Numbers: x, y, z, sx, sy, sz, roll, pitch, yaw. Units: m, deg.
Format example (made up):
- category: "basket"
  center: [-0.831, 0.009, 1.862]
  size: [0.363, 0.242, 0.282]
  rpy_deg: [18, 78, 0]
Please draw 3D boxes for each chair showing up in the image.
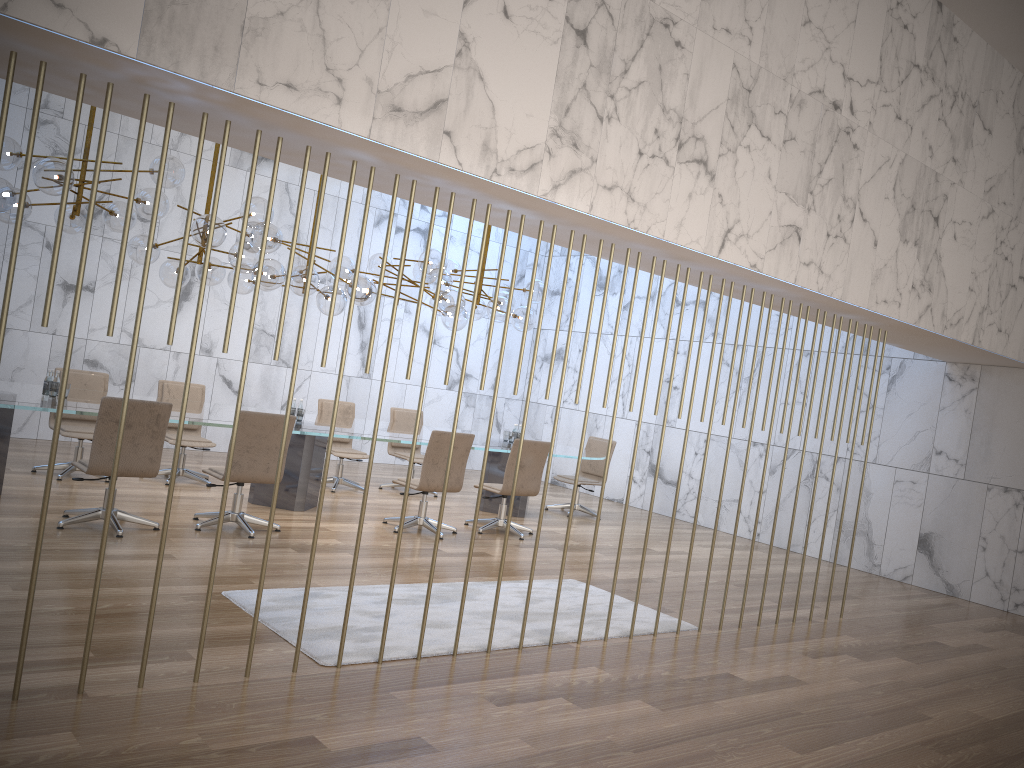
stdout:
- category: "chair"
  center: [-0.033, 1.028, 9.082]
  size: [0.726, 1.000, 0.697]
  rpy_deg: [9, 0, -40]
- category: "chair"
  center: [-1.225, 0.837, 10.989]
  size: [0.726, 1.000, 0.697]
  rpy_deg: [9, 0, -40]
- category: "chair"
  center: [-3.384, 0.503, 9.164]
  size: [0.726, 1.000, 0.697]
  rpy_deg: [9, 0, -40]
- category: "chair"
  center: [-2.948, 0.578, 6.619]
  size: [0.726, 1.000, 0.697]
  rpy_deg: [9, 0, -40]
- category: "chair"
  center: [-1.983, 0.720, 10.347]
  size: [0.726, 1.000, 0.697]
  rpy_deg: [9, 0, -40]
- category: "chair"
  center: [-0.786, 0.912, 8.446]
  size: [0.726, 1.000, 0.697]
  rpy_deg: [9, 0, -40]
- category: "chair"
  center: [0.892, 1.168, 11.327]
  size: [0.697, 1.000, 0.726]
  rpy_deg: [9, 0, -39]
- category: "chair"
  center: [-4.133, 0.388, 8.531]
  size: [0.726, 1.000, 0.697]
  rpy_deg: [9, 0, -40]
- category: "chair"
  center: [-2.189, 0.695, 7.260]
  size: [0.726, 1.000, 0.697]
  rpy_deg: [9, 0, -40]

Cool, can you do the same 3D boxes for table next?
- category: "table"
  center: [-2.196, 0.768, 8.727]
  size: [7.924, 0.835, 2.092]
  rpy_deg: [9, 0, -40]

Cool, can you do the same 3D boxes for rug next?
- category: "rug"
  center: [-0.211, 1.498, 5.859]
  size: [3.025, 0.034, 1.320]
  rpy_deg: [9, 0, -40]

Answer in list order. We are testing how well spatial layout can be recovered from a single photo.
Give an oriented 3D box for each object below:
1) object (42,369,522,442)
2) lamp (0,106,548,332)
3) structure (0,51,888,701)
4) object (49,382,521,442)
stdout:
- category: "object"
  center: [-1.880, 0.287, 8.943]
  size: [5.189, 0.213, 0.124]
  rpy_deg: [9, 0, -40]
- category: "lamp"
  center: [-1.853, -2.024, 8.646]
  size: [5.672, 2.716, 1.557]
  rpy_deg: [9, 0, -40]
- category: "structure"
  center: [0.237, 0.341, 5.177]
  size: [7.223, 2.456, 0.023]
  rpy_deg: [9, 0, -40]
- category: "object"
  center: [-1.867, 0.338, 8.897]
  size: [5.112, 0.117, 0.183]
  rpy_deg: [9, 0, -40]
